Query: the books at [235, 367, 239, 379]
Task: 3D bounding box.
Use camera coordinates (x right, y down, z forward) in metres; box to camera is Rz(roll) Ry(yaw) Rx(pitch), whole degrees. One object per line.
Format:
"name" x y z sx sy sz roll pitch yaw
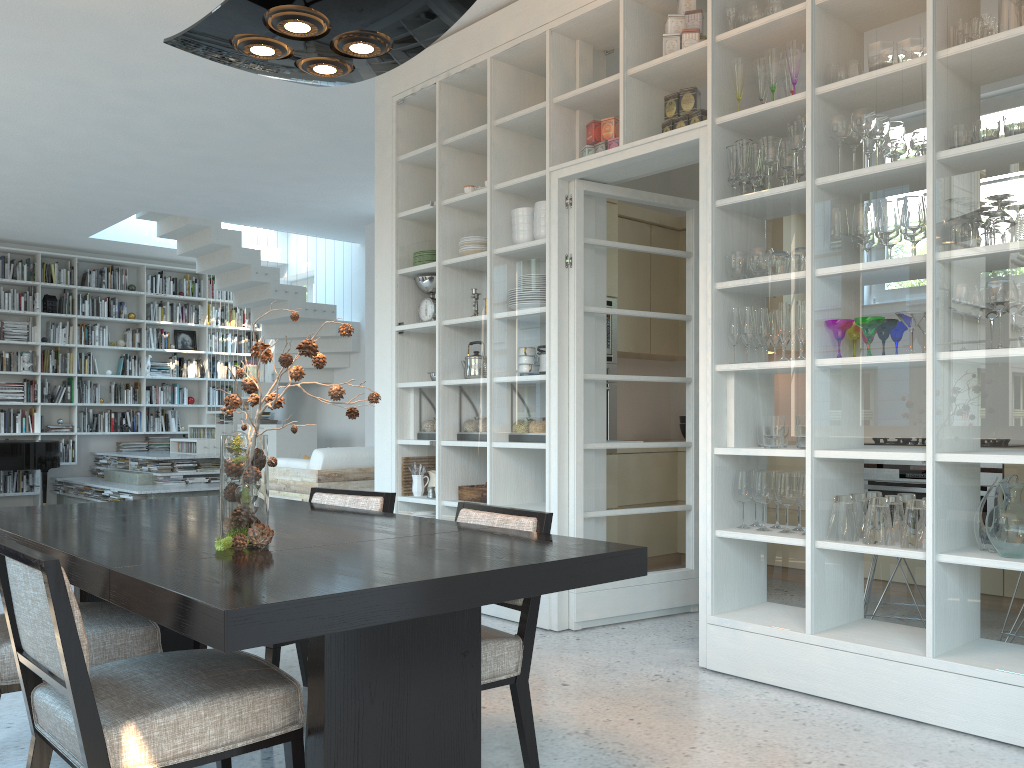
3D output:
"books" -3.959 -0.534 12.683 0.024 0.181 0.191 1 -2 -42

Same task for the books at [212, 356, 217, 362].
"books" -4.202 -0.607 12.507 0.012 0.322 0.141 2 -2 -42

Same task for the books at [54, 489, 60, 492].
"books" -5.588 0.988 11.033 0.171 0.016 0.241 1 -1 -42

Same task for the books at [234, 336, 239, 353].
"books" -3.969 -0.941 12.713 0.023 0.258 0.184 2 -2 -42

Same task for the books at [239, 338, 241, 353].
"books" -3.939 -0.930 12.768 0.028 0.237 0.145 1 -2 -42

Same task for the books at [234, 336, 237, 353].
"books" -3.990 -0.935 12.686 0.045 0.245 0.177 1 -2 -42

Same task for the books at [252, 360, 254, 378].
"books" -3.790 -0.588 12.856 0.018 0.293 0.169 2 -2 -42

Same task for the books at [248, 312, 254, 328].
"books" -3.783 -1.305 12.905 0.029 0.258 0.163 1 -2 -42

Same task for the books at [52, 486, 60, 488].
"books" -5.597 0.941 11.026 0.278 0.012 0.177 -1 -1 44

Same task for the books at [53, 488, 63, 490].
"books" -5.595 0.966 11.027 0.179 0.012 0.261 1 -1 -39

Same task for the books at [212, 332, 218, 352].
"books" -4.185 -0.957 12.496 0.014 0.285 0.185 2 -2 -42

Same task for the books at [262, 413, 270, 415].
"books" -3.555 0.047 12.493 0.123 0.025 0.232 -1 -1 45

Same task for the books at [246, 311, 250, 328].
"books" -3.848 -1.304 12.836 0.070 0.254 0.154 1 -2 -42

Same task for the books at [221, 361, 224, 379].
"books" -4.127 -0.576 12.546 0.056 0.261 0.176 1 -2 -42

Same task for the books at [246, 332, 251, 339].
"books" -3.826 -0.975 12.867 0.013 0.330 0.140 2 -2 -42

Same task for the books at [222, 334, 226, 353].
"books" -4.111 -0.949 12.594 0.025 0.271 0.152 2 -2 -42

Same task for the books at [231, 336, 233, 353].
"books" -4.025 -0.939 12.682 0.012 0.254 0.161 2 -2 -42

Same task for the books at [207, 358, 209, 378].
"books" -4.290 -0.594 12.426 0.010 0.293 0.164 2 -2 -42

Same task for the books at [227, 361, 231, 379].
"books" -4.052 -0.574 12.636 0.029 0.259 0.171 1 -2 -42

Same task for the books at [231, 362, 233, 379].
"books" -4.024 -0.571 12.671 0.012 0.254 0.161 2 -2 -42

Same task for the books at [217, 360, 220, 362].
"books" -4.164 -0.578 12.529 0.022 0.265 0.157 2 -2 -42

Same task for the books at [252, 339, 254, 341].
"books" -3.789 -0.924 12.914 0.024 0.230 0.131 1 -2 -42

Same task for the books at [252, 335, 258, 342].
"books" -3.748 -0.955 12.911 0.042 0.292 0.186 1 -2 -42

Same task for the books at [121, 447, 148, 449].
"books" -5.036 0.488 11.716 0.345 0.007 0.193 1 -1 -44

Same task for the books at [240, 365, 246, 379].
"books" -3.908 -0.548 12.751 0.088 0.217 0.167 1 -2 -42

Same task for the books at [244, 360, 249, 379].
"books" -3.851 -0.589 12.806 0.033 0.294 0.169 1 -2 -42

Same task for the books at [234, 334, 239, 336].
"books" -3.957 -0.957 12.751 0.024 0.292 0.132 2 -2 -42

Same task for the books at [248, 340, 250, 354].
"books" -3.842 -0.916 12.818 0.025 0.211 0.188 1 -2 -42

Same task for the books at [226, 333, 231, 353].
"books" -4.052 -0.955 12.639 0.030 0.284 0.166 1 -2 -42

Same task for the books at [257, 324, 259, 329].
"books" -3.727 -1.284 12.931 0.011 0.216 0.170 2 -2 -42

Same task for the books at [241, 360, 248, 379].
"books" -3.879 -0.587 12.780 0.072 0.291 0.169 1 -2 -42

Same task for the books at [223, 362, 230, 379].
"books" -4.063 -0.568 12.611 0.022 0.247 0.181 2 -2 -42

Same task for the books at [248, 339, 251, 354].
"books" -3.830 -0.920 12.842 0.025 0.220 0.177 1 -2 -42

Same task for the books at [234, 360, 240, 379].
"books" -3.959 -0.582 12.722 0.026 0.278 0.169 2 -2 -42

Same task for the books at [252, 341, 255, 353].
"books" -3.785 -0.907 12.870 0.029 0.195 0.192 1 -2 -42

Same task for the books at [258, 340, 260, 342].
"books" -3.725 -0.918 12.932 0.021 0.219 0.184 1 -2 -42

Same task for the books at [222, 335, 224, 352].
"books" -4.119 -0.944 12.575 0.013 0.260 0.158 2 -2 -42

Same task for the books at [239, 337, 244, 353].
"books" -3.912 -0.937 12.778 0.025 0.252 0.160 1 -2 -42

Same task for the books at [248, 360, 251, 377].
"books" -3.824 -0.589 12.812 0.018 0.293 0.169 2 -2 -42

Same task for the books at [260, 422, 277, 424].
"books" -3.415 0.166 12.328 0.157 0.025 0.233 -1 -1 44

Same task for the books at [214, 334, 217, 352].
"books" -4.209 -0.943 12.492 0.026 0.256 0.173 1 -2 -42

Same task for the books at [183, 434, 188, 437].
"books" -4.401 0.342 12.244 0.204 0.036 0.266 1 -1 -41

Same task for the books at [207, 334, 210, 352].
"books" -4.271 -0.942 12.441 0.012 0.254 0.161 2 -2 -42

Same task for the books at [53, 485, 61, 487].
"books" -5.595 0.930 11.028 0.187 0.009 0.211 1 -1 -43

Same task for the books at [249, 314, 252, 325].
"books" -3.813 -1.283 12.865 0.023 0.213 0.180 1 -2 -42

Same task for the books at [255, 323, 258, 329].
"books" -3.757 -1.299 12.928 0.040 0.246 0.160 1 -2 -42

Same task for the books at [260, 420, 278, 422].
"books" -3.419 0.141 12.333 0.267 0.026 0.161 1 -1 -37

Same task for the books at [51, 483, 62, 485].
"books" -5.601 0.906 11.024 0.243 0.013 0.191 -1 -1 44

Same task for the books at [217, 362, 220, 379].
"books" -4.174 -0.569 12.504 0.026 0.246 0.180 1 -2 -42

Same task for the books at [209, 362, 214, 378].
"books" -4.253 -0.565 12.471 0.066 0.236 0.144 1 -2 -42

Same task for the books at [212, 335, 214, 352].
"books" -4.228 -0.939 12.459 0.023 0.248 0.182 2 -2 -42

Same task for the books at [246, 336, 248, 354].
"books" -3.863 -0.944 12.802 0.028 0.268 0.173 1 -2 -42

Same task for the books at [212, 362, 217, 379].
"books" -4.202 -0.568 12.481 0.022 0.243 0.170 2 -2 -42

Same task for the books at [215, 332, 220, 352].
"books" -4.168 -0.962 12.546 0.022 0.297 0.162 2 -2 -42

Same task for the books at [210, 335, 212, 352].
"books" -4.265 -0.940 12.464 0.026 0.250 0.160 1 -2 -42

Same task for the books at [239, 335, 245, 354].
"books" -3.892 -0.952 12.784 0.012 0.283 0.151 2 -2 -42
